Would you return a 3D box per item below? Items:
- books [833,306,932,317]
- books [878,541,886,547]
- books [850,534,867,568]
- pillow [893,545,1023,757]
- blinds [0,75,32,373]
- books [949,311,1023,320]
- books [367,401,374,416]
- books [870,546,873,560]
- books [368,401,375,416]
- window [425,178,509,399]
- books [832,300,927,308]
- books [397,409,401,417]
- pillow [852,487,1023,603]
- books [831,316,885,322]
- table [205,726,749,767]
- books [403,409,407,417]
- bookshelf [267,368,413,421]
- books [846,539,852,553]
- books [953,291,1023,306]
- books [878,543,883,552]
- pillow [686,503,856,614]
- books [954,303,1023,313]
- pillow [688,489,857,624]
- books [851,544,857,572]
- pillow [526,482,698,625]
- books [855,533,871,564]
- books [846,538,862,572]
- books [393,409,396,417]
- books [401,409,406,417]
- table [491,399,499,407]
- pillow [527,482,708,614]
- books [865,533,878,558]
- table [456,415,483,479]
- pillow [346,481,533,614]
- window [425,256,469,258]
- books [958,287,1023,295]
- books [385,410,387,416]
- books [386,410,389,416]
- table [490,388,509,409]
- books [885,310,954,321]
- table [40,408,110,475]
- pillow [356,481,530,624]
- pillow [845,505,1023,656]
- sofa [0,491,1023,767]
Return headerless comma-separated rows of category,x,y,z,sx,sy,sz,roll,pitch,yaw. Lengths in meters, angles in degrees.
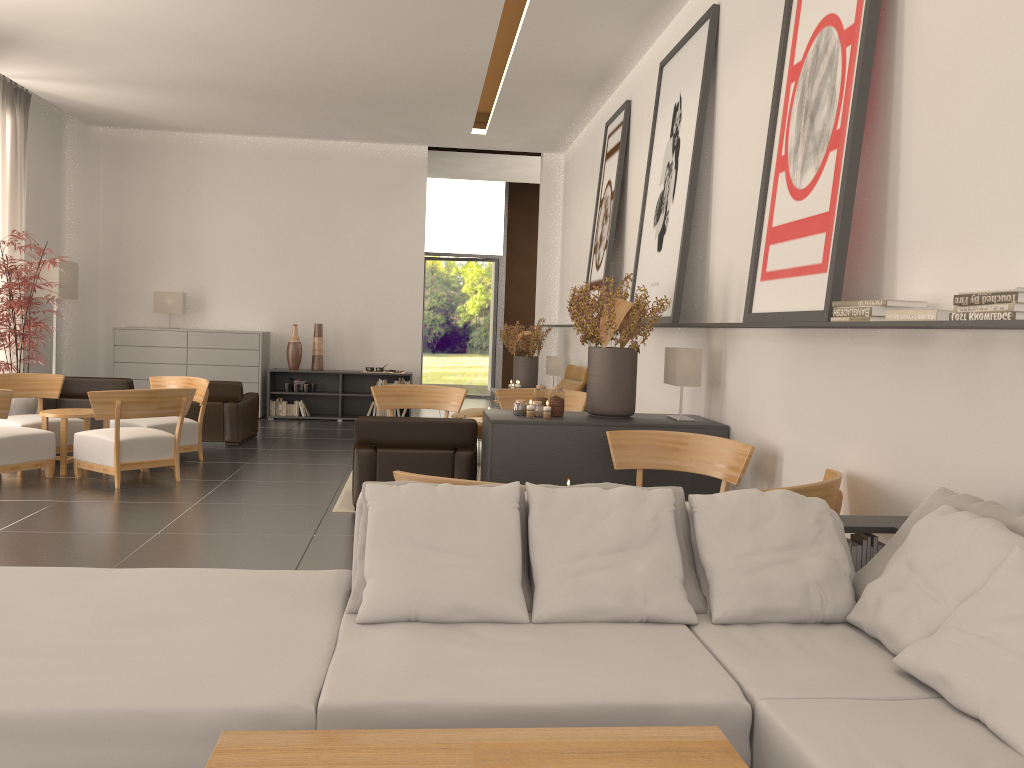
books,2.342,-0.452,5.641,0.391,0.063,0.498,2,4,-6
books,2.131,1.032,5.171,0.039,0.221,0.174,2,3,-6
books,2.006,1.013,5.145,0.028,0.254,0.149,2,3,-6
pillow,1.944,0.971,3.343,0.590,0.561,0.804,2,3,-11
blinds,-9.361,-2.438,16.418,0.417,6.427,1.551,2,3,-10
books,2.426,-0.324,4.318,0.316,0.040,0.504,2,4,-6
books,-3.127,0.562,19.524,0.154,0.360,0.250,2,3,-6
books,2.048,1.034,5.152,0.012,0.215,0.153,2,3,-6
books,-3.098,0.557,19.525,0.156,0.371,0.252,2,3,-6
window,-5.332,-3.362,26.362,10.308,7.375,0.100,2,2,-6
books,2.329,-0.504,5.641,0.299,0.040,0.526,1,4,-16
books,-2.510,0.597,19.594,0.106,0.325,0.238,2,3,-6
pillow,2.057,0.866,4.311,0.643,0.657,0.884,2,3,-6
books,2.327,-0.406,5.654,0.376,0.032,0.504,2,4,-6
table,-0.046,1.581,2.084,1.600,0.839,1.602,2,3,-6
books,-2.347,0.579,19.602,0.156,0.371,0.252,2,3,-6
bookshelf,-3.763,0.251,19.597,3.080,1.078,0.741,2,3,-6
books,1.917,1.016,5.152,0.015,0.241,0.180,2,3,-6
books,2.421,-0.408,4.304,0.284,0.053,0.485,2,4,-6
books,2.097,1.029,5.164,0.028,0.226,0.168,2,3,-6
pillow,1.391,0.909,4.693,0.918,0.510,0.616,2,3,-4
books,2.460,-0.362,4.320,0.350,0.038,0.525,2,4,-1
pillow,1.333,0.865,4.537,0.797,0.580,0.626,2,3,-5
books,1.943,1.029,5.146,0.034,0.217,0.161,2,3,-6
pillow,0.474,0.834,4.441,0.801,0.595,0.596,2,3,-5
books,2.031,1.004,5.151,0.021,0.274,0.156,2,3,-6
books,1.975,1.027,5.156,0.028,0.222,0.175,2,3,-6
books,-2.592,0.581,19.605,0.057,0.346,0.197,2,3,-6
books,-2.376,0.584,19.601,0.154,0.360,0.250,2,3,-6
table,0.045,0.719,15.650,0.797,0.903,0.798,0,3,-28
pillow,0.524,0.845,4.584,0.919,0.591,0.558,2,3,-6
books,2.069,1.005,5.159,0.028,0.273,0.165,2,3,-6
table,-0.350,0.910,12.107,0.797,0.903,0.798,3,3,17
pillow,-0.347,0.819,4.498,0.919,0.576,0.550,2,3,-6
window,0.823,-4.623,20.921,99.111,20.565,48.673,2,3,-6
books,2.425,-0.447,4.317,0.256,0.023,0.434,2,4,-6
books,-2.783,0.561,19.573,0.041,0.376,0.221,2,3,-6
books,-2.741,0.584,19.564,0.041,0.335,0.248,2,3,-6
table,0.380,0.580,18.563,1.600,0.839,1.602,2,3,-6
books,2.385,-0.381,5.035,0.301,0.064,0.407,1,4,-16
table,-5.938,0.772,12.067,0.870,0.802,0.870,3,3,17
pillow,-0.335,0.808,4.357,0.801,0.598,0.586,2,3,-6
pillow,1.925,0.902,4.006,0.587,0.595,0.820,2,3,-5
sofa,-0.043,1.378,2.286,5.525,1.204,5.610,2,3,-6
